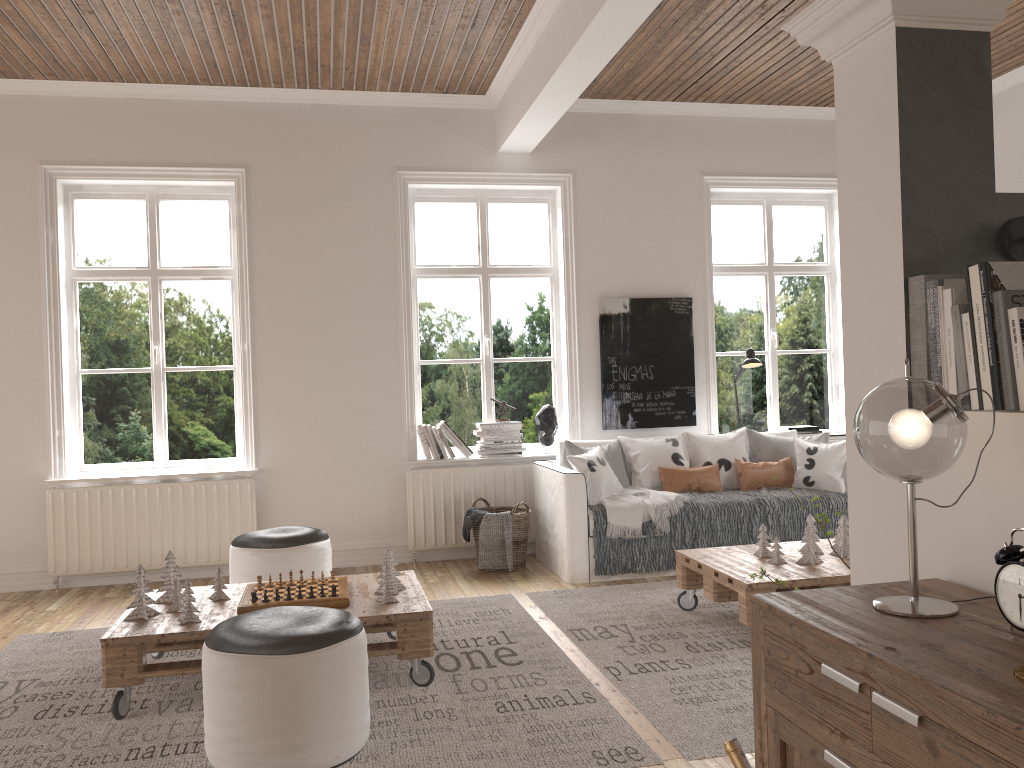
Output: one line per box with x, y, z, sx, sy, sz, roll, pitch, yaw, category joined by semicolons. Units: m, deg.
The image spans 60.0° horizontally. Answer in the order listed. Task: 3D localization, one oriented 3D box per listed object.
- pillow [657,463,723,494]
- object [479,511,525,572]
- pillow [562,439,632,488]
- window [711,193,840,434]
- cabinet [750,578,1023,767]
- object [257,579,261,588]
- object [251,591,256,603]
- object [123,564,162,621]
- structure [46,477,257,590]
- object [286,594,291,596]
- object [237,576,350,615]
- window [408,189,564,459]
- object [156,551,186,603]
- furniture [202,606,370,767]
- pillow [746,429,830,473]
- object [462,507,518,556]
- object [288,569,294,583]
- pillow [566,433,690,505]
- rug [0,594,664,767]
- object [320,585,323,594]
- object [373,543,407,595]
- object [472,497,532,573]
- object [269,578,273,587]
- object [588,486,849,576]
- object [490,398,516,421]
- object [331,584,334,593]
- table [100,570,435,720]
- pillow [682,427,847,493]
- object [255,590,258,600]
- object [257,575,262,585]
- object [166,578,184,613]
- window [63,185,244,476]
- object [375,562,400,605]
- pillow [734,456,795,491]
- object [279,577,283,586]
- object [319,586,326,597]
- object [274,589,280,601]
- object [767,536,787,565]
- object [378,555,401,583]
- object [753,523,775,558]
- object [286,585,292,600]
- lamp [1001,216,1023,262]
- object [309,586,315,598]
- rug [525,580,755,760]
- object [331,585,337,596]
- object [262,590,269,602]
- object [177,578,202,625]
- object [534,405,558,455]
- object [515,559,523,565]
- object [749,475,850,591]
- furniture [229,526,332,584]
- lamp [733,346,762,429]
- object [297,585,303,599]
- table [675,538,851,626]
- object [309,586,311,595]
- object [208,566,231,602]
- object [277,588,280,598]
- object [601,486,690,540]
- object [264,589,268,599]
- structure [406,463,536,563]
1.133;0.622;5.606;0.414;0.220;0.116;-2;0;-11;pillow
-0.081;0.957;5.547;0.290;0.356;0.349;-2;0;17;object
0.527;0.554;5.623;0.541;0.431;0.282;-2;0;-38;pillow
1.944;-0.487;6.608;1.055;1.872;0.120;-2;0;-12;window
0.795;0.758;1.001;0.408;0.750;1.432;-2;0;-12;cabinet
-1.068;0.842;3.745;0.017;0.037;0.017;-2;0;7;object
-1.015;0.838;3.487;0.019;0.040;0.019;-2;0;-16;object
-1.436;0.801;3.438;0.106;0.208;0.107;-2;0;4;object
-2.212;1.023;5.510;1.223;0.829;0.095;-2;0;-12;structure
-0.897;0.836;3.558;0.017;0.037;0.017;-2;0;7;object
-0.895;0.872;3.671;0.429;0.036;0.429;-2;0;-12;object
-0.175;-0.416;6.164;1.055;1.872;0.120;-2;0;-12;window
-1.423;0.798;3.697;0.108;0.213;0.109;-2;0;13;object
-0.722;0.967;2.854;0.518;0.430;0.518;-2;0;-9;furniture
1.818;0.513;5.859;0.546;0.437;0.292;-2;0;22;pillow
-0.137;0.942;5.564;0.367;0.332;0.303;-2;0;-21;object
-0.951;0.827;3.816;0.025;0.058;0.025;-2;0;33;object
0.731;0.547;5.581;1.020;0.414;0.417;-2;0;-30;pillow
-0.983;1.189;3.521;2.474;0.003;2.254;-2;0;-12;rug
-0.769;0.831;3.586;0.017;0.037;0.017;-2;0;7;object
-0.514;0.772;3.738;0.111;0.204;0.118;-2;0;12;object
-0.070;0.944;5.590;0.393;0.432;0.393;-2;0;10;object
-1.023;0.840;3.755;0.017;0.037;0.017;-2;0;7;object
1.225;0.874;5.537;1.680;0.423;0.651;-2;0;-11;object
-0.057;0.171;6.044;0.092;0.161;0.177;-2;0;-44;object
-0.724;0.830;3.595;0.017;0.037;0.017;-2;0;7;object
-0.957;1.039;3.648;1.189;0.300;0.821;-2;0;-12;table
1.651;0.508;5.747;1.081;0.450;0.403;-2;0;12;pillow
-1.021;0.840;3.533;0.017;0.037;0.017;-2;0;-31;object
-1.079;0.840;3.790;0.019;0.040;0.019;-2;0;-16;object
-1.339;0.836;3.534;0.072;0.132;0.076;-2;0;-11;object
-2.297;-0.345;5.719;1.055;1.872;0.120;-2;0;-12;window
-0.502;0.794;3.560;0.082;0.160;0.082;-2;0;-23;object
1.632;0.580;5.685;0.414;0.235;0.117;-2;0;-12;pillow
-0.983;0.839;3.764;0.017;0.037;0.017;-2;0;7;object
-0.757;0.827;3.545;0.026;0.044;0.026;-2;0;33;object
-0.930;0.831;3.507;0.022;0.047;0.022;-2;0;-44;object
1.206;0.754;4.043;0.072;0.124;0.068;-2;0;-27;object
-0.539;0.807;3.904;0.079;0.137;0.075;-2;0;37;object
1.195;0.736;4.200;0.088;0.161;0.093;-2;0;-3;object
-0.885;0.824;3.515;0.025;0.058;0.025;-2;0;33;object
1.108;-0.308;1.825;0.101;0.101;0.156;-2;0;-12;lamp
-0.798;0.827;3.535;0.022;0.047;0.022;-2;0;20;object
1.511;1.106;4.044;2.474;0.003;2.254;-2;0;-12;rug
-0.713;0.828;3.551;0.019;0.040;0.019;-2;0;22;object
-0.973;0.835;3.499;0.026;0.044;0.026;-2;0;33;object
-1.224;0.815;3.356;0.085;0.166;0.085;-2;0;-26;object
0.236;0.312;6.103;0.171;0.340;0.177;-2;0;24;object
-0.064;1.056;5.594;0.291;0.186;0.280;-2;0;-26;object
0.840;0.583;2.410;0.515;1.117;0.275;-2;0;45;object
-1.200;0.982;4.623;0.518;0.430;0.518;-2;0;9;furniture
1.666;0.082;6.311;0.196;0.703;0.439;-2;0;-12;lamp
-0.843;0.824;3.525;0.025;0.055;0.025;-2;0;20;object
1.475;0.957;4.169;1.189;0.300;0.821;-2;0;-12;table
-0.812;0.833;3.577;0.017;0.037;0.017;-2;0;7;object
-1.225;0.827;3.702;0.077;0.141;0.082;-2;0;-31;object
-0.938;0.837;3.552;0.017;0.037;0.017;-2;0;7;object
0.787;0.754;5.457;0.588;0.255;0.729;-2;0;-8;object
-0.983;0.838;3.543;0.017;0.037;0.017;-2;0;7;object
-0.087;0.952;5.956;1.223;0.829;0.095;-2;0;-12;structure
